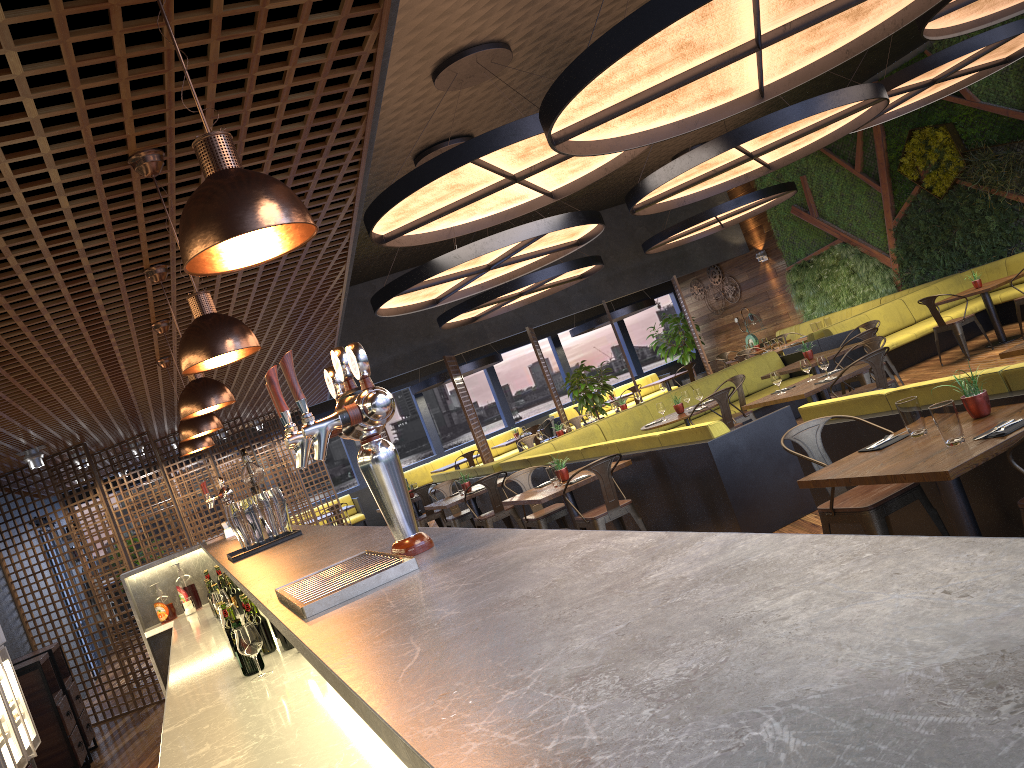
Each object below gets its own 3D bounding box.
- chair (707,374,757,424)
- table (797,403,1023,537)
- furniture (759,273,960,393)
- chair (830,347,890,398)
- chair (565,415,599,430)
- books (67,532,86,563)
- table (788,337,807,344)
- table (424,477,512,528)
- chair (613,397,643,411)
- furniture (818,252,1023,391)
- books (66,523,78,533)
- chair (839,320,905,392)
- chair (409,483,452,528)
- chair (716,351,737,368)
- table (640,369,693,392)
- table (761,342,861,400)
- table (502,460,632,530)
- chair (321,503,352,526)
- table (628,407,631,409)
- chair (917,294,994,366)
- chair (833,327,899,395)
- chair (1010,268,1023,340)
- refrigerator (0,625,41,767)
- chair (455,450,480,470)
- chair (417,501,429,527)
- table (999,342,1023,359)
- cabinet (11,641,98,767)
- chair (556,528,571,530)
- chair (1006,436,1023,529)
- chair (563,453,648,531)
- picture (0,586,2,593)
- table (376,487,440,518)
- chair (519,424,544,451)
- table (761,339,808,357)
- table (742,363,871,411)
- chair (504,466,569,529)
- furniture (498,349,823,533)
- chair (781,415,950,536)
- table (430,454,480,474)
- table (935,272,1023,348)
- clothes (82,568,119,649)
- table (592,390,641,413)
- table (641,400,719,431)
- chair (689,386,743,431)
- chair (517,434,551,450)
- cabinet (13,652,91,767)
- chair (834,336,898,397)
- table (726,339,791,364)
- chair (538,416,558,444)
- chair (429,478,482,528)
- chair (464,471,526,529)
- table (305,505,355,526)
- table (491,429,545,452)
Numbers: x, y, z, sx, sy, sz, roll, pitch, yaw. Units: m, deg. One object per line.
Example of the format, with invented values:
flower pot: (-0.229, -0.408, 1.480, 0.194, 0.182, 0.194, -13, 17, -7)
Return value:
chair: (2.525, 0.408, 10.051, 0.541, 0.917, 0.504, -21, -1, -22)
table: (2.024, 0.602, 3.938, 0.906, 0.763, 0.887, -21, -1, -22)
furniture: (5.187, -0.527, 15.706, 3.378, 0.916, 4.755, -21, -1, -22)
chair: (2.997, 0.193, 7.365, 0.504, 0.917, 0.541, -21, -1, -22)
chair: (1.266, 0.944, 14.308, 0.504, 0.917, 0.541, -21, -1, -22)
books: (-7.216, 2.698, 14.666, 0.223, 0.489, 0.286, -20, -1, -31)
table: (5.380, -0.527, 15.090, 0.887, 0.763, 0.906, -21, -1, -22)
table: (-0.355, 1.591, 10.170, 0.887, 0.763, 0.906, -21, -1, -22)
chair: (2.047, 0.651, 14.648, 0.504, 0.917, 0.541, -21, -1, -22)
furniture: (6.802, -1.198, 11.412, 3.372, 0.914, 4.503, -21, -1, -22)
books: (-7.560, 2.529, 15.290, 0.177, 0.245, 0.450, -21, -1, -22)
chair: (4.276, -0.251, 10.630, 0.541, 0.917, 0.504, -21, -1, -22)
chair: (-1.134, 1.828, 12.091, 0.504, 0.917, 0.541, -21, -1, -22)
chair: (4.410, -0.212, 17.327, 0.504, 0.917, 0.541, -21, -1, -22)
table: (3.539, 0.234, 19.596, 0.887, 0.763, 0.906, -21, -1, -22)
table: (3.668, 0.063, 10.413, 0.887, 0.763, 0.906, -21, -1, -22)
table: (0.587, 1.199, 7.671, 0.887, 0.763, 0.906, -21, -1, -22)
chair: (-3.080, 2.620, 15.974, 0.504, 0.917, 0.541, -21, -1, -22)
table: (2.342, 0.614, 13.936, 0.906, 0.763, 0.887, -21, -1, -22)
chair: (5.610, -0.750, 11.293, 0.541, 0.917, 0.504, -21, -1, -22)
chair: (3.897, -0.118, 9.767, 0.504, 0.917, 0.541, -21, -1, -22)
chair: (6.488, -1.089, 10.896, 0.504, 0.917, 0.541, -21, -1, -22)
refrigerator: (-3.618, 1.487, 5.611, 0.454, 2.109, 1.159, -21, -1, -22)
chair: (-0.753, 1.748, 16.987, 0.504, 0.917, 0.541, -21, -1, -22)
chair: (-1.562, 2.006, 13.226, 0.504, 0.917, 0.541, -21, -1, -22)
table: (3.779, -0.046, 5.396, 0.887, 0.763, 0.906, -21, -1, -22)
cabinet: (-3.958, 2.798, 7.615, 0.473, 1.007, 0.553, -21, -1, -22)
chair: (0.221, 1.127, 3.413, 0.438, 1.048, 0.483, -21, -1, -3)
chair: (2.247, 0.425, 3.375, 0.504, 0.917, 0.541, -21, -1, -22)
chair: (0.757, 1.042, 7.088, 0.504, 0.917, 0.541, -21, -1, -22)
picture: (-4.861, 1.605, 8.076, 0.028, 0.697, 1.039, -21, -1, -22)
table: (-1.300, 1.984, 12.669, 0.887, 0.763, 0.906, -21, -1, -22)
chair: (0.486, 1.284, 17.527, 0.504, 0.917, 0.541, -21, -1, -22)
table: (4.571, -0.224, 14.738, 0.887, 0.763, 0.906, -21, -1, -22)
table: (2.813, 0.356, 7.997, 0.906, 0.763, 0.887, -21, -1, -22)
chair: (0.323, 1.222, 8.241, 0.504, 0.917, 0.541, -21, -1, -22)
furniture: (2.028, 0.611, 10.780, 4.895, 0.914, 7.462, -20, -1, -27)
chair: (1.807, 0.608, 4.545, 0.504, 0.917, 0.541, -21, -1, -22)
table: (-0.970, 1.924, 17.633, 0.887, 0.763, 0.906, -21, -1, -22)
table: (6.269, -0.912, 11.546, 0.887, 0.763, 0.906, -21, -1, -22)
clothes: (-6.914, 3.760, 15.068, 0.401, 1.494, 0.423, -20, -1, -26)
table: (2.325, 0.689, 19.072, 0.906, 0.763, 0.887, -21, -1, -22)
table: (2.036, 0.676, 9.822, 1.007, 0.760, 1.007, -21, -1, 15)
chair: (2.195, 0.523, 9.240, 0.504, 0.917, 0.541, -21, -1, -22)
chair: (0.480, 1.239, 13.966, 0.504, 0.917, 0.541, -21, -1, -22)
cabinet: (-3.716, 2.697, 6.971, 0.473, 1.007, 0.553, -21, -1, -22)
chair: (3.350, 0.070, 8.273, 0.541, 0.917, 0.504, -21, -1, -22)
table: (4.745, -0.265, 16.633, 0.887, 0.763, 0.906, -21, -1, -22)
chair: (0.774, 1.186, 18.393, 0.541, 0.917, 0.504, -21, -1, -22)
chair: (-0.605, 1.609, 10.746, 0.504, 0.917, 0.541, -21, -1, -22)
chair: (-0.171, 1.428, 9.592, 0.504, 0.917, 0.541, -21, -1, -22)
table: (-3.311, 2.802, 16.614, 0.887, 0.763, 0.906, -21, -1, -22)
table: (0.244, 1.469, 18.166, 0.906, 0.763, 0.887, -21, -1, -22)
